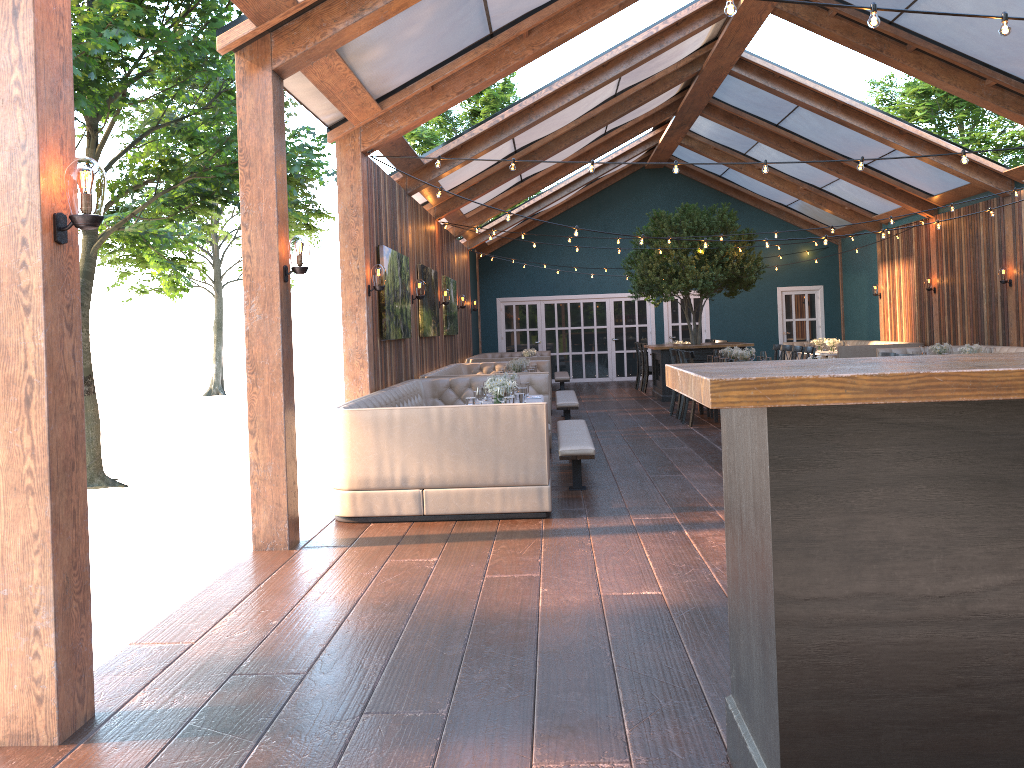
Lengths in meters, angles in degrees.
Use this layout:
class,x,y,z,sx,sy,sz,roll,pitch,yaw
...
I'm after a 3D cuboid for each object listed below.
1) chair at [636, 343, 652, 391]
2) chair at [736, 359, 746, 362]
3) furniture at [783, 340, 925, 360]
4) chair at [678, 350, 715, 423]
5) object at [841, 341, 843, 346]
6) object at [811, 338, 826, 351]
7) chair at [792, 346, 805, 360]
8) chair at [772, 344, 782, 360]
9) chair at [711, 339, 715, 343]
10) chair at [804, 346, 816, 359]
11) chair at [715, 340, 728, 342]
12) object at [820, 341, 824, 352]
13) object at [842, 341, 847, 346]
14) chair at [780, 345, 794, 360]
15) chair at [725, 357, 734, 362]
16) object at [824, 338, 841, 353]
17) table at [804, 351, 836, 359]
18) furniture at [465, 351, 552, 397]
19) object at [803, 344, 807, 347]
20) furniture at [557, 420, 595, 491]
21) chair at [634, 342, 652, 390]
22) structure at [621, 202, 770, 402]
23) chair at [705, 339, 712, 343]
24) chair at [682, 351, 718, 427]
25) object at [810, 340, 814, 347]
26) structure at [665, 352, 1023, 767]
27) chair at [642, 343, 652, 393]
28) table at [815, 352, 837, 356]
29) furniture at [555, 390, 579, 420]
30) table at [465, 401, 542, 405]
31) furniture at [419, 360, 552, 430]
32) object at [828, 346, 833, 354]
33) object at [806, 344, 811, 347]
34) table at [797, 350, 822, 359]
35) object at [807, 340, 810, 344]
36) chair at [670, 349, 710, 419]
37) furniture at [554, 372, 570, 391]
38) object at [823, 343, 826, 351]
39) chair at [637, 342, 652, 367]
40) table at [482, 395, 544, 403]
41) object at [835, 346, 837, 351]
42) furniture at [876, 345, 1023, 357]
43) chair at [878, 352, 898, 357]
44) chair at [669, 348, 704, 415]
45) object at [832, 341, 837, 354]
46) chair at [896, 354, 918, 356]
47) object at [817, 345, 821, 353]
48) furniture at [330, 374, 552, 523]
class,x,y,z,sx,sy,sz,roll,pitch,yaw
chair,2.931,-0.377,18.861,0.539,1.020,0.477,-2,0,-2
chair,2.519,0.268,8.766,0.539,1.020,0.477,-2,0,-1
furniture,7.186,-0.456,18.893,1.709,0.858,4.165,-2,3,3
chair,2.662,0.014,12.753,0.539,1.020,0.478,-2,0,6
object,6.827,-0.765,18.225,0.092,0.244,0.092,-2,0,-39
object,6.750,-0.870,19.436,0.336,0.309,0.329,-3,2,-32
chair,3.938,-0.030,12.696,0.539,1.020,0.477,-2,0,3
chair,3.988,-0.101,13.816,0.539,1.020,0.477,-2,0,3
chair,4.239,-0.456,19.363,0.539,1.020,0.478,-2,0,8
chair,3.912,0.006,12.137,0.539,1.020,0.478,-2,0,8
chair,4.167,-0.383,18.227,0.540,1.020,0.477,-2,0,-14
object,6.612,-0.797,18.866,0.092,0.244,0.092,-2,0,-39
object,6.766,-0.749,17.998,0.092,0.244,0.092,-2,0,-39
chair,3.963,-0.065,13.255,0.539,1.020,0.477,-2,0,-2
chair,2.516,0.232,9.334,0.539,1.020,0.478,-2,0,10
object,6.727,-0.818,18.604,0.336,0.309,0.329,0,3,45
table,6.752,-0.348,18.936,0.798,0.672,0.800,-2,2,3
furniture,-0.001,-0.212,19.231,1.709,0.858,4.165,-2,3,3
object,6.619,-0.823,19.970,0.092,0.158,0.092,-2,1,-11
furniture,0.607,0.658,8.620,0.313,0.398,2.332,-2,3,3
chair,2.942,-0.412,19.421,0.539,1.020,0.478,-2,0,8
structure,3.449,-1.600,16.693,2.713,3.696,2.855,-2,1,11
chair,4.264,-0.492,19.922,0.539,1.020,0.477,-2,0,-2
chair,2.637,0.050,12.194,0.539,1.020,0.477,-2,0,-2
object,6.655,-0.847,19.638,0.092,0.244,0.092,-2,0,45
structure,3.925,0.481,2.459,6.799,1.275,0.857,-2,1,3
chair,2.954,-0.343,18.299,0.539,1.020,0.477,-2,0,3
table,6.715,-0.296,18.121,0.798,0.672,0.800,-2,2,2
furniture,0.811,0.369,13.135,0.313,0.398,2.332,-2,3,3
table,-0.086,0.545,8.651,0.798,0.672,0.800,-2,2,3
furniture,-0.274,0.175,13.187,1.709,0.858,4.165,-2,3,3
object,6.491,-0.696,18.009,0.092,0.158,0.092,-2,1,-11
object,6.566,-0.797,19.577,0.092,0.158,0.092,-2,1,-11
table,6.789,-0.400,19.752,0.798,0.672,0.800,-2,2,2
object,6.679,-0.863,19.879,0.092,0.244,0.092,-2,0,45
chair,2.663,-0.021,13.315,0.539,1.020,0.477,-2,0,-2
furniture,1.084,-0.020,19.202,0.313,0.398,2.332,-2,3,3
object,6.989,-0.829,19.836,0.092,0.158,0.092,-2,1,-11
chair,3.047,-0.451,19.977,0.539,1.020,0.478,-2,0,8
table,-0.049,0.493,9.467,0.798,0.672,0.800,-2,2,2
object,6.953,-0.778,19.036,0.092,0.158,0.092,-2,1,-11
furniture,6.914,-0.069,12.859,1.709,0.858,4.165,-2,3,3
chair,3.783,0.189,9.283,0.539,1.020,0.477,-2,0,3
chair,2.725,-0.058,13.872,0.539,1.020,0.478,-2,0,8
object,6.580,-0.746,18.070,0.092,0.244,0.092,-2,0,-39
chair,3.758,0.225,8.723,0.539,1.020,0.477,-2,0,-2
object,6.523,-0.747,18.805,0.092,0.158,0.092,-2,1,-11
furniture,-0.478,0.465,8.658,1.709,0.858,4.165,-2,3,3
